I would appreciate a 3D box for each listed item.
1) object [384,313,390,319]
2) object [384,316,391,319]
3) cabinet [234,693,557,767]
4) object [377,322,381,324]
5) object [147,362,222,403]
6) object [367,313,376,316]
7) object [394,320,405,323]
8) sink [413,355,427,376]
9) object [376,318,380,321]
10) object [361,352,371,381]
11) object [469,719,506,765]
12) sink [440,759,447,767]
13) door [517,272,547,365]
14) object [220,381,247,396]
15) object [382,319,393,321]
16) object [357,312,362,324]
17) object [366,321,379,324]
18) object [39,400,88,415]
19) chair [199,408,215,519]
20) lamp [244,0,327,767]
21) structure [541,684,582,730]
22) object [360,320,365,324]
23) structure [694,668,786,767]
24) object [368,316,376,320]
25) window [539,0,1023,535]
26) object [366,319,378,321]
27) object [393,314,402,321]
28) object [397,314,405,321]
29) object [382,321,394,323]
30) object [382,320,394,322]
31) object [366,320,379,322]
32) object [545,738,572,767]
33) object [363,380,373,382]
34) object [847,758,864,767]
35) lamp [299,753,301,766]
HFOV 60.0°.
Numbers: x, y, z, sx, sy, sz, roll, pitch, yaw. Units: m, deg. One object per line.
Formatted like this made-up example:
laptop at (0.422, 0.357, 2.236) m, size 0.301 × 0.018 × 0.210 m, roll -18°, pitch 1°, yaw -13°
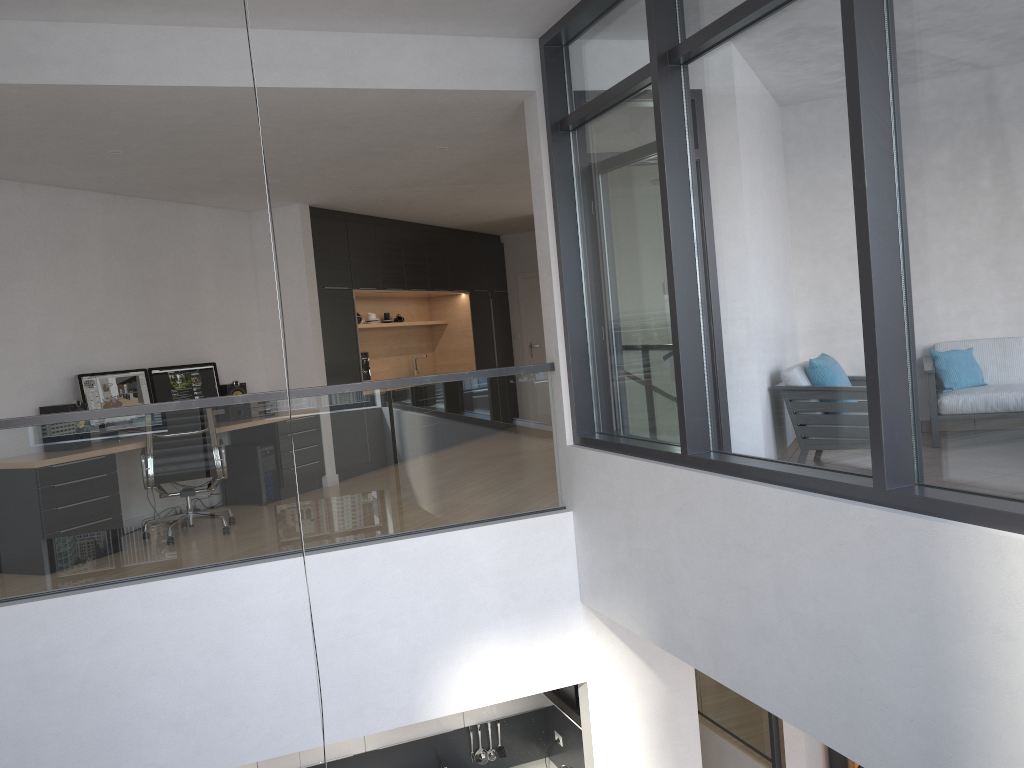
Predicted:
object at (-1.469, -0.791, 10.430) m, size 0.066 × 0.092 × 0.084 m, roll -5°, pitch 3°, yaw -7°
object at (-1.489, -0.765, 10.583) m, size 0.084 × 0.092 × 0.066 m, roll -3°, pitch 4°, yaw 31°
cabinet at (-1.480, 3.208, 5.978) m, size 4.694 × 2.501 × 2.402 m, roll -6°, pitch 3°, yaw -20°
object at (-1.598, -0.708, 10.346) m, size 0.145 × 0.025 × 0.145 m, roll -3°, pitch 4°, yaw 38°
object at (-2.784, 0.105, 7.556) m, size 0.190 × 0.535 × 0.716 m, roll -3°, pitch 4°, yaw 30°
object at (-1.599, -0.778, 10.101) m, size 0.098 × 0.075 × 0.095 m, roll -3°, pitch 4°, yaw 36°
object at (-1.367, -0.749, 10.708) m, size 0.145 × 0.025 × 0.145 m, roll -4°, pitch 4°, yaw 27°
sink at (-1.009, -0.108, 11.007) m, size 0.512 × 0.518 × 0.626 m, roll -4°, pitch 3°, yaw 25°
object at (-1.601, -0.733, 10.345) m, size 0.099 × 0.057 × 0.095 m, roll -4°, pitch 3°, yaw 22°
object at (-1.652, -0.140, 9.613) m, size 0.584 × 0.398 × 0.618 m, roll -4°, pitch 3°, yaw 25°
object at (-0.226, 3.085, 7.689) m, size 0.320 × 0.389 × 0.069 m, roll -6°, pitch 3°, yaw -19°
sink at (-0.500, 3.417, 7.307) m, size 0.626 × 0.518 × 0.512 m, roll -6°, pitch 3°, yaw -20°
door at (0.602, -0.509, 12.318) m, size 0.974 × 2.136 × 0.085 m, roll -4°, pitch 3°, yaw 25°
object at (-2.534, 0.149, 7.997) m, size 0.249 × 0.354 × 0.198 m, roll -3°, pitch 4°, yaw 40°
object at (-1.463, -0.750, 10.439) m, size 0.145 × 0.025 × 0.145 m, roll -3°, pitch 4°, yaw 38°
object at (-1.762, -0.738, 9.822) m, size 0.240 × 0.171 × 0.213 m, roll -7°, pitch 4°, yaw -29°
object at (-1.591, -0.696, 10.105) m, size 0.145 × 0.025 × 0.145 m, roll -5°, pitch 3°, yaw 11°
object at (-3.232, 0.298, 6.430) m, size 0.249 × 0.354 × 0.198 m, roll -5°, pitch 3°, yaw 10°
chair at (-2.493, 0.648, 6.705) m, size 0.664 × 0.991 × 0.699 m, roll -6°, pitch 3°, yaw -15°
lamp at (-0.534, 0.467, 2.291) m, size 1.000 × 4.513 × 1.000 m, roll -6°, pitch 3°, yaw -19°
structure at (0.502, 2.240, 6.538) m, size 0.407 × 0.998 × 0.898 m, roll -6°, pitch 3°, yaw -20°
object at (-1.721, -0.696, 10.044) m, size 0.099 × 0.057 × 0.095 m, roll -6°, pitch 3°, yaw -18°
structure at (2.536, 1.735, 9.169) m, size 2.823 × 4.339 × 4.190 m, roll -6°, pitch 3°, yaw -20°
object at (-1.597, -0.744, 10.106) m, size 0.095 × 0.057 × 0.099 m, roll -5°, pitch 3°, yaw -3°
window at (1.220, -0.789, 2.954) m, size 0.170 × 2.402 × 5.002 m, roll -6°, pitch 3°, yaw -20°
object at (-1.593, -0.720, 10.104) m, size 0.145 × 0.025 × 0.145 m, roll -5°, pitch 3°, yaw 11°
object at (-1.385, -0.790, 10.685) m, size 0.100 × 0.093 × 0.066 m, roll -3°, pitch 4°, yaw 39°
object at (-1.352, -0.801, 10.738) m, size 0.100 × 0.093 × 0.066 m, roll -3°, pitch 4°, yaw 34°
object at (-1.461, -0.726, 10.440) m, size 0.145 × 0.025 × 0.145 m, roll -3°, pitch 4°, yaw 38°
object at (-1.459, -0.738, 10.442) m, size 0.145 × 0.025 × 0.145 m, roll -3°, pitch 4°, yaw 38°
object at (-1.592, -0.706, 10.107) m, size 0.145 × 0.025 × 0.145 m, roll -5°, pitch 3°, yaw 11°
object at (0.406, 3.209, 7.318) m, size 0.179 × 0.318 × 0.590 m, roll -6°, pitch 3°, yaw -14°
object at (-1.529, -0.007, 9.381) m, size 0.099 × 0.057 × 0.095 m, roll -4°, pitch 4°, yaw 27°
object at (3.077, 3.414, 7.723) m, size 0.290 × 1.088 × 0.434 m, roll -5°, pitch 3°, yaw 10°
lamp at (-1.450, 2.370, 5.125) m, size 0.998 × 0.756 × 0.020 m, roll -6°, pitch 3°, yaw -20°
